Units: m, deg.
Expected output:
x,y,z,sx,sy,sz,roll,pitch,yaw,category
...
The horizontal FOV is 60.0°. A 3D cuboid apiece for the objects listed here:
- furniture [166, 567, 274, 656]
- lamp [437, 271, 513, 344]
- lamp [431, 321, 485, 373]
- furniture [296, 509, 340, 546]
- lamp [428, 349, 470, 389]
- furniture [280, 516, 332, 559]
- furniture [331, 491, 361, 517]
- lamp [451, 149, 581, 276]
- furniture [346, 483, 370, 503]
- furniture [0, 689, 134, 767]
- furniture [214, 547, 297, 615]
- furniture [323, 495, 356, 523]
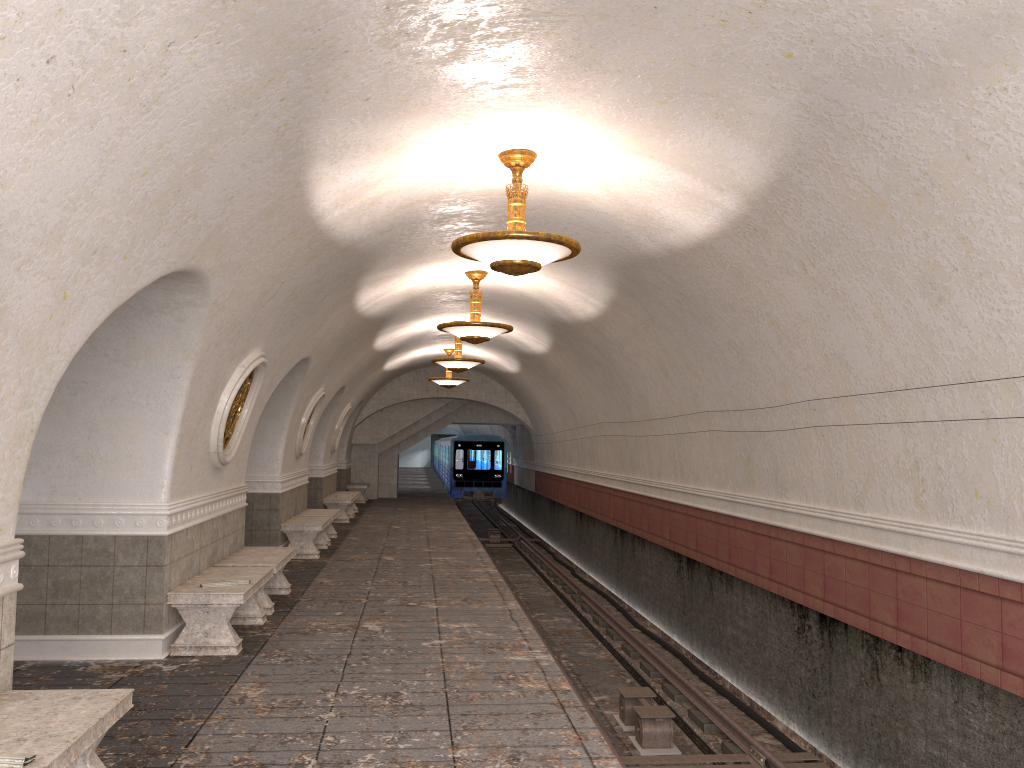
x,y,z,sx,sy,sz,roll,pitch,yaw,category
-2.565,1.993,7.902,0.613,0.508,1.509,1,-4,-6,furniture
-0.480,-0.996,11.715,1.008,0.955,1.008,0,-4,10,lamp
-0.996,-0.678,16.505,1.008,0.955,1.008,0,-4,10,lamp
-3.388,2.500,15.544,0.613,0.508,1.509,1,-4,-6,furniture
-1.512,-0.360,21.296,1.008,0.955,1.008,-2,-5,40,lamp
-3.209,2.390,13.875,0.613,0.508,1.509,1,-4,-6,furniture
-4.026,2.893,21.459,0.613,0.508,1.509,1,-4,-6,furniture
0.036,-1.314,6.923,1.008,0.955,1.008,2,-4,-22,lamp
-4.519,3.197,26.043,0.613,0.508,1.509,1,-4,-6,furniture
-2.103,1.709,3.609,0.613,0.508,1.509,1,-4,-6,furniture
-2.745,2.104,9.570,0.613,0.508,1.509,1,-4,-6,furniture
-3.846,2.782,19.791,0.613,0.508,1.509,1,-4,-6,furniture
